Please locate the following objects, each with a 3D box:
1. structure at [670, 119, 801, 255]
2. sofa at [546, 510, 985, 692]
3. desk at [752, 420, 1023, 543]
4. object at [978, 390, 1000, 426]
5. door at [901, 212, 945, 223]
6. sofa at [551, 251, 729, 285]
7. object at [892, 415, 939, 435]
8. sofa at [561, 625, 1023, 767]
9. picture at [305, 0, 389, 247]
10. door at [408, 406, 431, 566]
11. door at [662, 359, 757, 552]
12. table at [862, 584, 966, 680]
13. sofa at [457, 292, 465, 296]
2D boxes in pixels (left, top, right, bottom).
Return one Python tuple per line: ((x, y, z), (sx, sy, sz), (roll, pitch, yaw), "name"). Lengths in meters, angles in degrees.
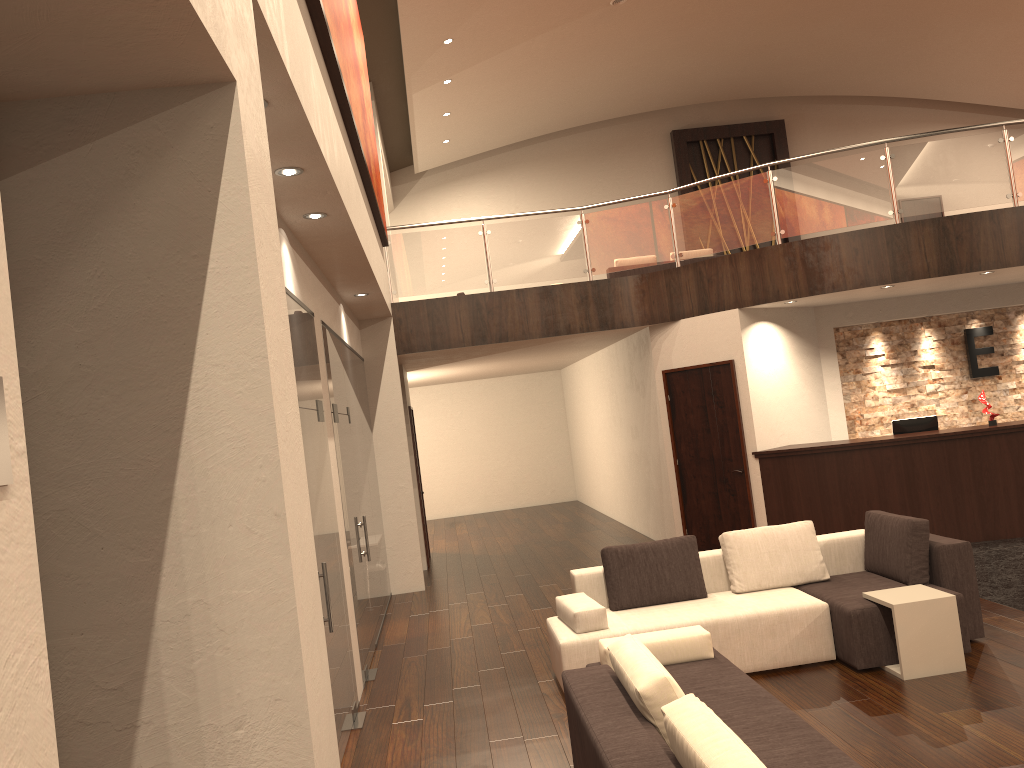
((4.976, -3.547, 19.334), (2.524, 4.236, 0.187), (-7, -2, -5), "structure")
((1.674, 1.483, 6.191), (2.846, 0.862, 1.291), (-7, -2, -5), "sofa")
((6.323, 0.898, 9.985), (7.146, 1.171, 1.674), (-7, -2, -3), "desk")
((5.107, 0.250, 9.475), (0.163, 0.390, 0.165), (-7, -2, 3), "object")
((9.234, -3.051, 19.744), (0.990, 2.232, 0.104), (-7, -2, -5), "door")
((2.131, -1.642, 15.561), (3.366, 0.862, 2.586), (-7, -2, -5), "sofa")
((4.542, 0.621, 9.945), (0.483, 0.485, 0.189), (-8, -2, 10), "object")
((1.580, 1.387, 3.566), (2.586, 0.862, 3.366), (-7, -2, -5), "sofa")
((-1.361, -3.011, 7.126), (0.070, 2.526, 6.485), (-7, -2, -5), "picture")
((-1.350, 1.442, 12.811), (0.104, 2.232, 0.990), (-7, -2, -5), "door")
((2.328, 0.883, 10.425), (0.104, 2.232, 0.990), (-5, -3, -44), "door")
((2.528, 1.555, 5.595), (0.400, 0.460, 0.400), (-7, -2, -5), "table")
((0.426, -1.372, 16.916), (3.366, 0.862, 2.586), (-7, -2, -5), "sofa")
